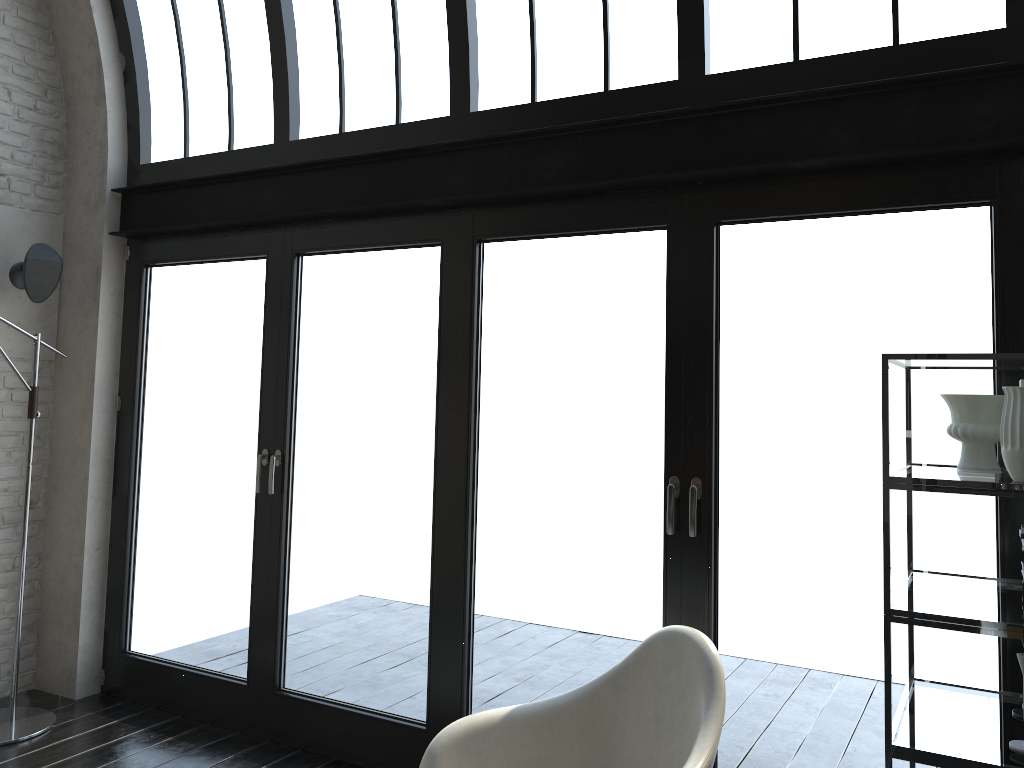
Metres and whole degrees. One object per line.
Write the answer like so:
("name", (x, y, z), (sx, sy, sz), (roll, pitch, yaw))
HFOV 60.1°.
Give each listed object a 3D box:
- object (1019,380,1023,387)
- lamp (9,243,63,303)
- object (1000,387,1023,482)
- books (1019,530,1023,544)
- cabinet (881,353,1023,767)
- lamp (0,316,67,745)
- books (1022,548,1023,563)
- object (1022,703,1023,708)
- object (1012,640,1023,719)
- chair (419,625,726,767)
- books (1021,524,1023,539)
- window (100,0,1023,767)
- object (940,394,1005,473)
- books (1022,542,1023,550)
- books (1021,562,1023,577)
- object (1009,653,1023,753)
("object", (1.232, 0.106, 2.070), (0.073, 0.229, 0.117), (-1, -4, 29))
("lamp", (-2.440, -0.568, 4.528), (0.177, 0.307, 0.357), (5, -4, -43))
("object", (1.151, 0.112, 1.970), (0.112, 0.210, 0.114), (-1, -4, 29))
("books", (1.379, 0.383, 2.140), (0.257, 0.015, 0.193), (1, -1, 27))
("cabinet", (0.637, 0.756, 0.903), (0.733, 1.730, 3.096), (-1, -3, 29))
("lamp", (-2.486, 0.416, 3.557), (0.557, 2.338, 1.838), (0, -3, 16))
("books", (1.379, 0.418, 2.139), (0.248, 0.029, 0.197), (1, -1, 31))
("object", (1.301, 0.704, 2.196), (0.065, 0.199, 0.065), (2, -4, -11))
("object", (1.247, 0.702, 2.143), (0.065, 0.199, 0.065), (2, -4, -11))
("chair", (0.182, 1.158, 2.309), (0.775, 0.945, 0.717), (3, -4, -31))
("books", (1.385, 0.370, 2.146), (0.260, 0.012, 0.209), (1, -1, 30))
("window", (-0.870, -1.145, 2.601), (4.281, 5.517, 2.856), (0, -4, 29))
("object", (1.184, 0.125, 2.249), (0.171, 0.194, 0.172), (0, -3, 29))
("books", (1.382, 0.397, 2.136), (0.262, 0.015, 0.193), (1, -1, 29))
("books", (1.375, 0.468, 2.130), (0.251, 0.023, 0.197), (1, -1, 27))
("object", (1.125, 0.696, 1.938), (0.065, 0.199, 0.065), (3, -4, -20))
